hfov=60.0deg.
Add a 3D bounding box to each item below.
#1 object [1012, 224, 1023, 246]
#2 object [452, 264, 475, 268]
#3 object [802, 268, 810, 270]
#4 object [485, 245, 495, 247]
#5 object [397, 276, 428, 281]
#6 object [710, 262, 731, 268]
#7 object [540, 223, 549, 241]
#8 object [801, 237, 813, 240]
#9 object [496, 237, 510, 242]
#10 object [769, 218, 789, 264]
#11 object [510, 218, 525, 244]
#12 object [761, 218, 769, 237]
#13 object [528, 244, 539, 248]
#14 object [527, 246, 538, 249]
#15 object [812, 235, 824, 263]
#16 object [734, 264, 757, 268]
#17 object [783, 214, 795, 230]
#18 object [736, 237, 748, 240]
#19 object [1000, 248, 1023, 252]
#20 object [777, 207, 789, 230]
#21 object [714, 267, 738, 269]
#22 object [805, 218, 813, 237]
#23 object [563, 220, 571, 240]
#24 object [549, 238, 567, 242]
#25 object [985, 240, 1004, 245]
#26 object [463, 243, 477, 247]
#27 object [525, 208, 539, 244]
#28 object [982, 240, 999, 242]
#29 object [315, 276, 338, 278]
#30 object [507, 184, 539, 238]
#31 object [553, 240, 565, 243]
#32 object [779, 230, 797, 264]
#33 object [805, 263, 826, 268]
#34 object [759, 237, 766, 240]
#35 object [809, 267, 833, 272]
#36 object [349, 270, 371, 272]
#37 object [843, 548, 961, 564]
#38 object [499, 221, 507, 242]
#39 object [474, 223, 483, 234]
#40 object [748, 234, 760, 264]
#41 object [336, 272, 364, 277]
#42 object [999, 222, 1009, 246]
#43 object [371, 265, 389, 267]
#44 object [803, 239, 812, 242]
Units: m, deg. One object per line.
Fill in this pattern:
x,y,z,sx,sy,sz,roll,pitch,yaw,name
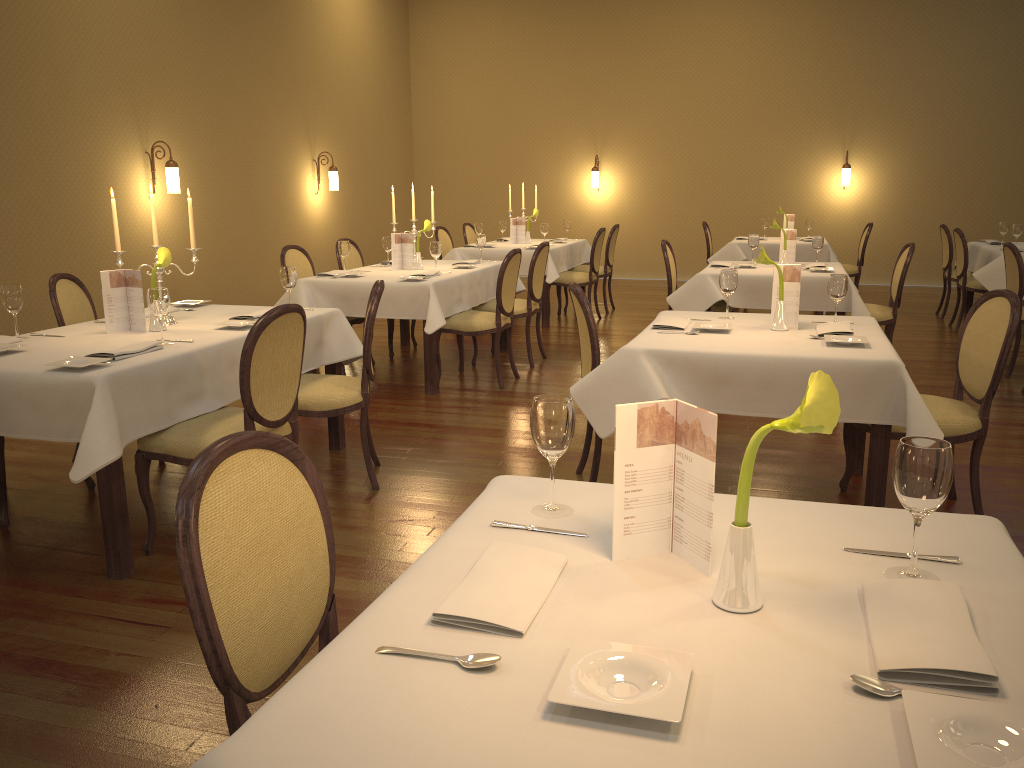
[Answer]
4.713,-1.376,8.282,0.088,0.229,0.088,-6,14,-24,object
-0.375,-0.901,6.819,0.160,0.024,0.160,3,13,17,object
2.195,-0.834,6.448,0.181,0.015,0.038,4,13,18,object
-0.246,-1.407,9.058,0.160,0.024,0.160,3,13,17,object
-0.667,-0.703,5.950,0.160,0.024,0.160,3,13,17,object
1.613,-0.919,6.836,0.142,0.024,0.273,3,13,17,object
0.337,-1.547,9.190,0.088,0.229,0.088,-6,14,-24,object
3.267,-1.605,9.806,0.142,0.033,0.273,3,13,17,object
-0.068,-1.641,10.080,0.142,0.033,0.273,3,13,17,object
2.010,-1.062,6.648,0.163,0.375,0.076,-2,13,-6,object
0.054,-1.641,9.517,0.166,0.277,0.081,-3,13,-11,object
2.916,-1.799,10.219,0.088,0.229,0.088,-6,14,-24,object
0.267,-1.406,9.024,0.142,0.033,0.273,3,13,17,object
0.217,-1.344,8.765,0.160,0.024,0.160,3,13,17,object
2.329,-1.016,6.764,0.088,0.229,0.088,-6,14,-24,object
1.762,-0.887,6.684,0.160,0.024,0.160,3,13,17,object
3.132,-1.761,9.944,0.081,0.277,0.166,-7,14,-26,object
2.621,-1.650,10.044,0.142,0.024,0.273,3,13,17,object
4.542,-1.219,8.064,0.142,0.024,0.273,3,13,17,object
3.018,-1.793,9.856,0.163,0.375,0.076,-2,13,-6,object
1.601,-0.867,6.618,0.181,0.015,0.038,4,13,18,object
3.337,-1.746,9.972,0.088,0.229,0.088,-6,14,-24,object
0.629,-1.755,10.103,0.088,0.229,0.088,-6,14,-24,object
0.516,-1.614,9.939,0.142,0.033,0.273,3,13,17,object
4.869,-1.421,8.933,0.142,0.033,0.273,3,13,17,object
-0.395,-1.439,9.211,0.142,0.024,0.273,3,13,17,object
0.206,-1.693,9.509,0.163,0.375,0.076,10,16,38,object
4.968,-1.486,9.231,0.160,0.024,0.160,3,13,17,object
-1.292,-0.746,6.178,0.181,0.015,0.038,4,13,18,object
0.124,-1.873,9.694,0.390,0.655,0.131,-10,16,-38,object
0.509,-1.542,9.634,0.160,0.024,0.160,3,13,17,object
2.125,-1.031,6.736,0.081,0.277,0.166,-7,14,-26,object
2.259,-0.875,6.598,0.142,0.033,0.273,3,13,17,object
2.770,-1.618,9.891,0.160,0.024,0.160,3,13,17,object
2.209,-0.813,6.339,0.160,0.024,0.160,3,13,17,object
-1.136,-0.847,6.633,0.185,0.010,0.017,3,13,17,object
0.666,0.291,1.518,0.185,0.010,0.017,4,13,18,object
-0.103,-1.698,9.875,0.088,0.229,0.088,-6,14,-24,object
-0.353,-1.582,9.369,0.088,0.229,0.088,-6,14,-24,object
1.908,-1.068,7.011,0.088,0.229,0.088,-6,14,-24,object
-1.130,-0.766,6.244,0.160,0.024,0.160,3,13,17,object
4.835,-1.478,8.728,0.088,0.229,0.088,-6,14,-24,object
-1.024,-0.929,6.990,0.185,0.010,0.017,3,13,17,object
3.217,-1.544,9.547,0.160,0.024,0.160,3,13,17,object
